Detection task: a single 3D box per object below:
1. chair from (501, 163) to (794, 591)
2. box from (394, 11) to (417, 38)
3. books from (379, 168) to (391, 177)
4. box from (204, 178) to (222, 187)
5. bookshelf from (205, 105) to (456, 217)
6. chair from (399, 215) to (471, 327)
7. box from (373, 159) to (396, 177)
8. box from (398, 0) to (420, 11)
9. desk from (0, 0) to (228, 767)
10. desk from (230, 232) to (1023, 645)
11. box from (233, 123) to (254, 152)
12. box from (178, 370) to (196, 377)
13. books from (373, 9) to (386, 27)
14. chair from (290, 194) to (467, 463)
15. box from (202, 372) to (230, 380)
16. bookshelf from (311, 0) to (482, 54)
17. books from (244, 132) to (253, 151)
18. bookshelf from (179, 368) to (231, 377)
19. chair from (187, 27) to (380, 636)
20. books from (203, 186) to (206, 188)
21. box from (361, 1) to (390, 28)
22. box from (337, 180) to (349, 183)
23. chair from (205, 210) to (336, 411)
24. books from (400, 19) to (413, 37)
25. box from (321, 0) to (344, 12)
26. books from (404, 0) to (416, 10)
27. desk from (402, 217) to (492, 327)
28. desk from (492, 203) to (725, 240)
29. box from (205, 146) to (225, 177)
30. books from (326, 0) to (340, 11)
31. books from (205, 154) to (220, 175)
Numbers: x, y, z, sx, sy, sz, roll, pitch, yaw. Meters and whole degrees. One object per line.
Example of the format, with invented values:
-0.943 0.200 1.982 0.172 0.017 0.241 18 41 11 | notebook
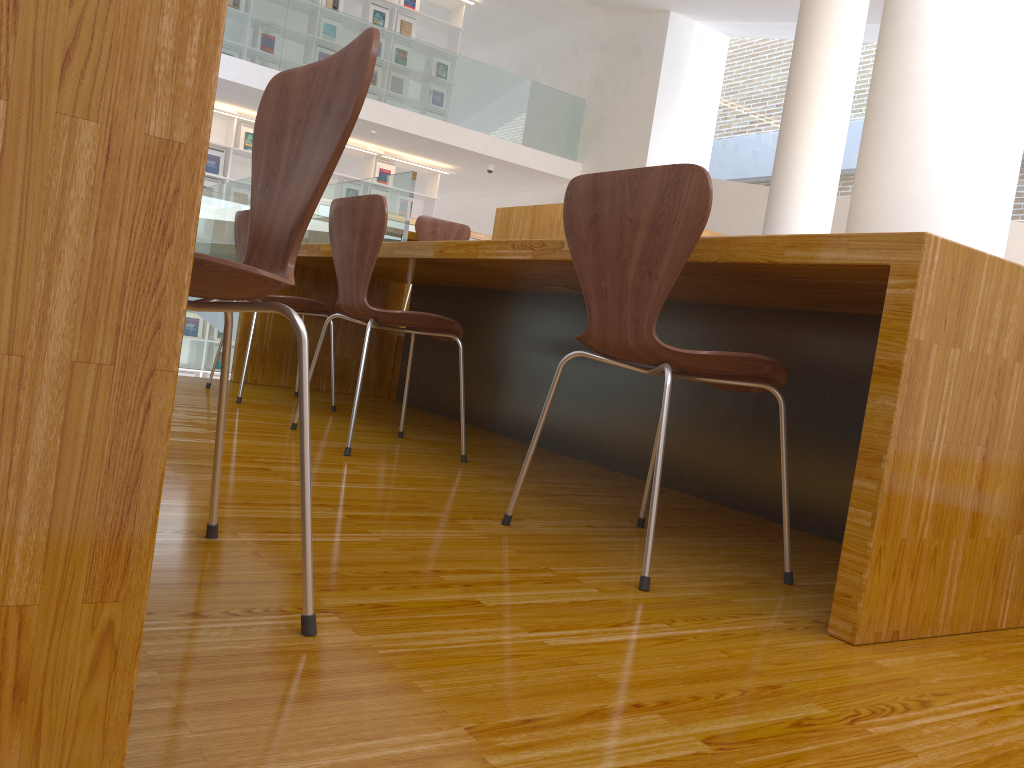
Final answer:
0.299 -0.018 1.679 0.381 0.693 0.428 7 3 -34 | chair
-1.286 -4.193 10.474 0.245 0.296 0.274 7 3 -34 | box
-1.505 -2.430 10.470 0.145 0.210 0.037 7 3 -34 | books
-3.269 -2.043 9.482 0.245 0.296 0.274 7 3 -34 | box
-2.165 -1.892 10.154 2.984 1.836 0.498 7 3 -34 | bookshelf
-0.557 -0.691 5.640 0.428 0.693 0.381 7 3 -34 | chair
-1.546 -2.496 10.557 0.245 0.296 0.274 7 3 -34 | box
-1.236 -4.517 10.459 0.245 0.296 0.274 7 3 -34 | box
-1.624 -0.053 1.533 1.248 1.022 3.216 7 3 -34 | desk
0.030 -0.068 2.733 0.760 0.606 3.356 7 3 -34 | desk
-2.862 -2.654 9.660 0.245 0.296 0.274 7 3 -34 | box
-3.581 -0.009 9.581 0.245 0.296 0.274 7 3 -34 | box
-1.530 -4.177 10.190 0.145 0.210 0.037 7 3 -34 | books
-0.346 -0.161 2.583 0.381 0.693 0.428 7 3 -34 | chair
-3.273 0.028 9.792 0.245 0.296 0.274 7 3 -34 | box
-1.855 -3.912 10.056 2.984 1.836 0.498 7 3 -34 | bookshelf
-2.816 -2.603 9.575 0.145 0.210 0.037 7 3 -34 | books
-2.477 0.143 10.253 2.984 1.836 0.498 7 3 -34 | bookshelf
-0.438 -0.101 1.058 0.381 0.693 0.428 7 3 -34 | chair
-3.227 -1.982 9.392 0.145 0.210 0.037 7 3 -34 | books
-1.578 -4.228 10.275 0.245 0.296 0.274 7 3 -34 | box
-1.894 -2.208 10.370 0.245 0.296 0.274 7 3 -34 | box
-0.878 -0.282 3.386 0.381 0.693 0.428 7 3 -34 | chair
-1.242 -4.142 10.387 0.145 0.210 0.037 7 3 -34 | books
-2.041 -4.283 9.960 0.245 0.296 0.274 7 3 -34 | box
-1.194 -4.453 10.372 0.145 0.210 0.037 7 3 -34 | books
-0.086 -0.708 6.773 3.196 0.757 1.248 7 3 -34 | desk
1.517 -0.194 4.445 3.194 0.762 1.247 7 3 -34 | desk
-3.225 -2.369 9.463 0.245 0.296 0.274 7 3 -34 | box
-1.994 -4.228 9.871 0.145 0.210 0.037 7 3 -34 | books
-3.170 -2.315 9.379 0.145 0.210 0.037 7 3 -34 | books
